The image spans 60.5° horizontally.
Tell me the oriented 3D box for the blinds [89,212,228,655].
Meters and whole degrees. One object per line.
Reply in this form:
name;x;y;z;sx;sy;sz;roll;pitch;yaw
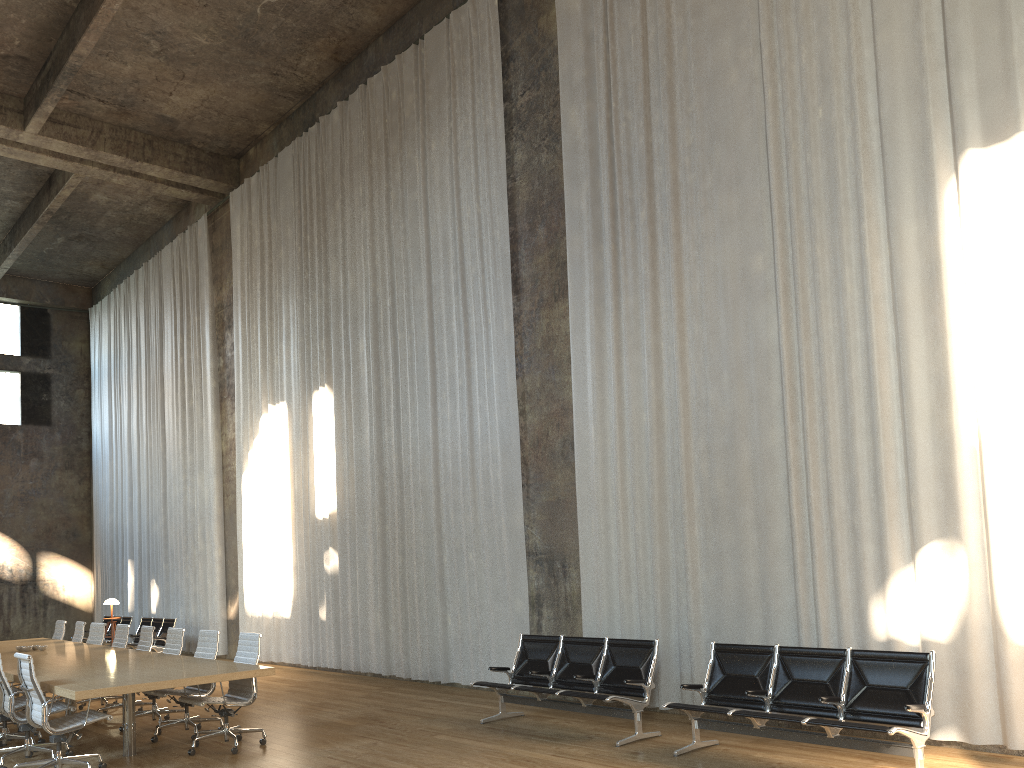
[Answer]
blinds;-8.272;1.574;19.750;0.275;8.540;7.912;1;-8;-42

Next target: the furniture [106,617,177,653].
furniture;-6.988;4.838;16.534;0.711;0.831;1.892;4;-12;-41

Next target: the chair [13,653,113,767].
chair;-3.663;2.678;7.142;0.700;1.012;0.673;2;-8;-36

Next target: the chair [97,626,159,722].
chair;-4.456;3.318;10.099;0.700;1.012;0.674;2;-8;-33

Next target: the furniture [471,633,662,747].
furniture;0.455;2.791;8.174;0.711;0.831;1.892;4;-12;-41

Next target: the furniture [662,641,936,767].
furniture;2.029;2.354;6.387;0.711;0.831;1.892;4;-12;-41

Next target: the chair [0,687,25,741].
chair;-5.442;3.159;9.102;0.700;1.012;0.673;2;-8;-36

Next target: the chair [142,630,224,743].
chair;-3.255;2.986;8.743;0.700;1.012;0.673;2;-8;-38

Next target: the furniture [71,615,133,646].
furniture;-8.563;5.274;18.320;0.711;0.831;1.892;4;-12;-41

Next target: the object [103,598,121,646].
object;-6.687;4.187;14.477;0.570;1.281;0.667;-2;-6;-8

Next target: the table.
table;-5.159;3.439;9.894;1.608;0.748;7.800;6;-14;-40

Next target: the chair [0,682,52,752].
chair;-4.831;2.988;8.400;0.701;1.012;0.672;3;-9;-42

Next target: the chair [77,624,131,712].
chair;-5.035;3.479;10.759;0.700;1.012;0.673;2;-8;-36

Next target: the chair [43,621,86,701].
chair;-6.223;3.805;12.090;0.700;1.012;0.674;2;-8;-33

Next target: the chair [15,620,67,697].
chair;-6.815;3.960;12.717;0.700;1.012;0.673;2;-8;-36

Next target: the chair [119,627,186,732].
chair;-3.862;3.154;9.428;0.700;1.012;0.673;2;-8;-36

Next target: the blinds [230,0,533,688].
blinds;-2.555;-0.011;13.264;0.275;8.539;7.916;1;-8;-40

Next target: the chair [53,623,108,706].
chair;-5.659;3.649;11.450;0.701;1.012;0.672;3;-9;-42

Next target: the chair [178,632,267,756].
chair;-4.802;2.545;6.203;13.012;1.018;31.854;7;-15;-40

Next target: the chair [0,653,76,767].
chair;-4.260;2.833;7.765;0.700;1.012;0.674;2;-8;-33

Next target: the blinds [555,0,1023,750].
blinds;3.145;-1.592;6.798;0.275;8.539;7.916;1;-8;-40
